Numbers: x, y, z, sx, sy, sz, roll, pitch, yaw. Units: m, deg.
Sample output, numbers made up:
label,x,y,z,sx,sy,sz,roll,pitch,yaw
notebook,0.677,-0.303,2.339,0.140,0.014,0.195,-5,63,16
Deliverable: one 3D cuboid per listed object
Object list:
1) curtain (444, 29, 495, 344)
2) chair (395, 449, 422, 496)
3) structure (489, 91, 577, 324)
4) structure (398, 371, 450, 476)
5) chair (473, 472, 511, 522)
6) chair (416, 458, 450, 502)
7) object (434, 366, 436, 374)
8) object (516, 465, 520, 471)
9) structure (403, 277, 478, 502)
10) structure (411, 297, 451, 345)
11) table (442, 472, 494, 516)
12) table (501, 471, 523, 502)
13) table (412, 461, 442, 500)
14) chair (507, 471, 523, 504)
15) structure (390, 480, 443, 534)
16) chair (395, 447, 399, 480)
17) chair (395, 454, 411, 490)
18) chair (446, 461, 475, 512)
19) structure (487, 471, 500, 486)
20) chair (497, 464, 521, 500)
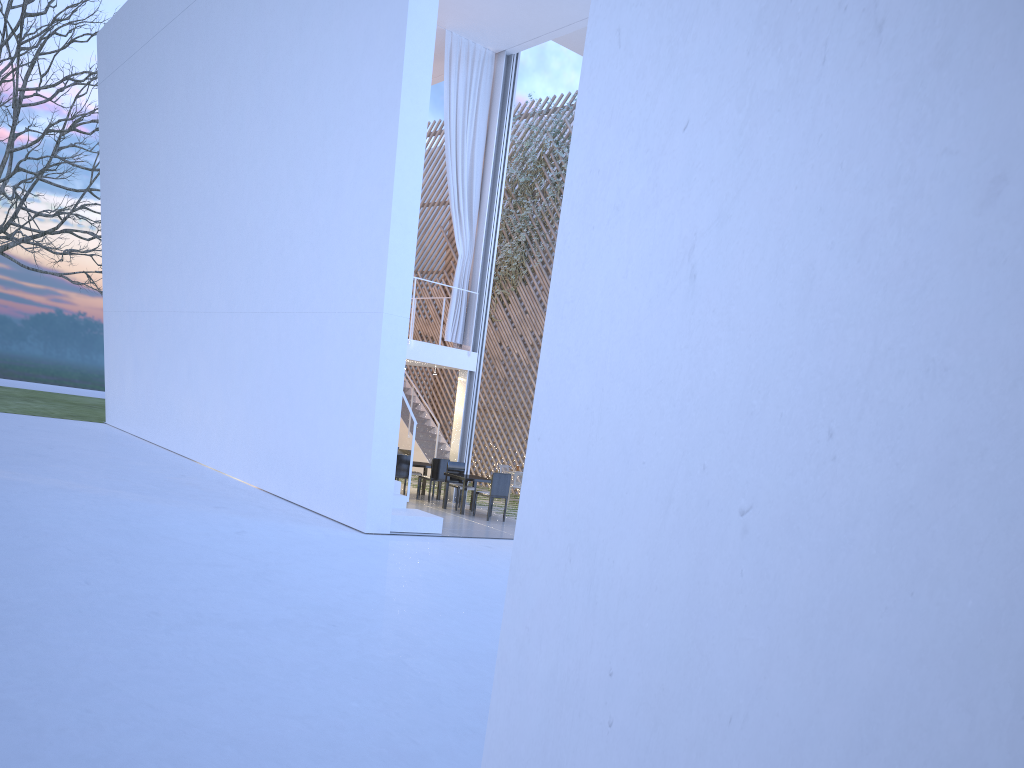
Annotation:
label,x,y,z,sx,sy,sz,roll,pitch,yaw
curtain,-0.496,-1.634,7.221,0.505,2.600,0.090,-5,22,-36
chair,-1.044,0.892,8.295,0.190,0.471,0.220,-4,18,-37
structure,0.313,-1.794,9.295,2.221,2.933,0.718,17,18,40
structure,-1.535,0.116,10.526,1.161,2.112,1.843,-5,16,-44
chair,-0.181,0.988,7.281,0.190,0.471,0.220,-4,18,-37
chair,-0.766,0.922,7.954,0.190,0.471,0.220,-4,18,-37
object,-1.988,0.075,8.156,1.676,0.878,1.733,6,3,-40
object,0.062,0.921,8.972,0.031,0.082,0.029,10,15,7
structure,-0.560,0.032,6.881,1.359,1.923,1.340,-1,14,-37
structure,-0.874,-0.584,8.411,0.027,0.599,1.597,-7,10,-39
table,-0.397,1.012,7.534,0.359,0.356,0.328,2,11,-37
table,0.074,1.135,8.950,0.343,0.359,0.329,10,9,14
table,-1.144,0.915,8.011,0.921,0.352,0.328,8,7,-37
chair,0.088,1.104,8.627,0.261,0.408,0.228,10,13,7
structure,-1.061,-0.653,7.113,1.710,3.567,3.413,-3,14,-38
chair,-1.351,0.858,8.670,0.190,0.471,0.220,-4,18,-37
chair,-1.091,0.863,7.708,0.190,0.471,0.220,-4,18,-37
chair,-0.480,0.955,7.647,0.190,0.471,0.220,-4,18,-37
structure,-0.165,1.197,10.132,0.268,0.280,0.243,3,10,-30
chair,-0.054,1.103,9.213,0.261,0.408,0.229,-1,16,-37
